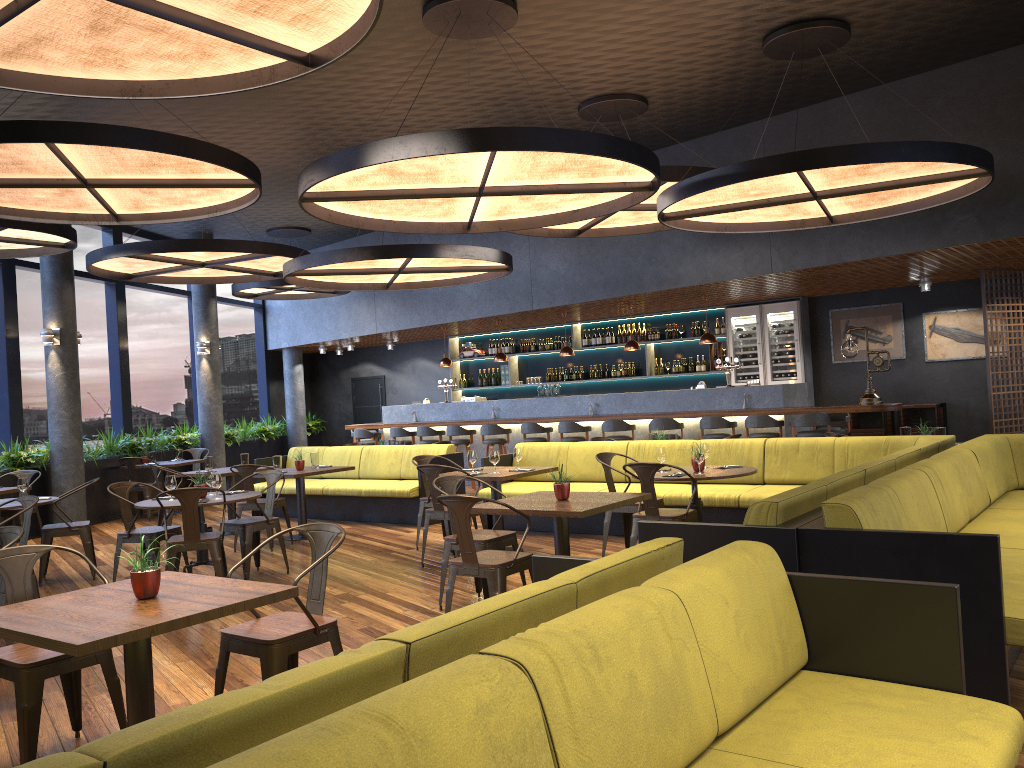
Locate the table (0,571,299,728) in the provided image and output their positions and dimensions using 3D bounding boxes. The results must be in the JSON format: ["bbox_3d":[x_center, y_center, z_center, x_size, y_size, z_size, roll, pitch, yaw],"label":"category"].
[{"bbox_3d":[-1.452,1.220,3.425,0.906,0.763,0.887,-4,-1,36],"label":"table"}]

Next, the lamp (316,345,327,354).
[{"bbox_3d":[-3.855,-0.709,18.057,0.228,0.172,0.228,-4,-1,36],"label":"lamp"}]

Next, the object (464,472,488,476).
[{"bbox_3d":[-0.328,0.822,8.134,0.157,0.019,0.255,-4,-1,37],"label":"object"}]

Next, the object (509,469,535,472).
[{"bbox_3d":[0.076,0.800,8.256,0.255,0.019,0.157,-4,-1,37],"label":"object"}]

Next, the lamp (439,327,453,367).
[{"bbox_3d":[-1.158,-0.640,15.346,0.250,0.673,0.250,-4,-1,24],"label":"lamp"}]

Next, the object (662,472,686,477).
[{"bbox_3d":[1.312,0.712,7.008,0.157,0.019,0.255,-4,-1,39],"label":"object"}]

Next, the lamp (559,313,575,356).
[{"bbox_3d":[0.842,-0.775,13.867,0.250,0.673,0.250,-3,-1,-21],"label":"lamp"}]

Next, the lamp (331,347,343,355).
[{"bbox_3d":[-3.683,-0.709,18.916,0.228,0.172,0.228,-4,-1,36],"label":"lamp"}]

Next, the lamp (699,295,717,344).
[{"bbox_3d":[2.738,-0.904,12.464,0.250,0.673,0.250,-3,-1,-21],"label":"lamp"}]

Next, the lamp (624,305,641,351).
[{"bbox_3d":[1.768,-0.838,13.182,0.250,0.673,0.250,-3,-1,-21],"label":"lamp"}]

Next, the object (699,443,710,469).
[{"bbox_3d":[1.622,0.606,7.465,0.097,0.206,0.097,-3,-1,-12],"label":"object"}]

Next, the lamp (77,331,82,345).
[{"bbox_3d":[-5.851,-0.603,11.871,0.215,0.215,0.189,-4,-1,12],"label":"lamp"}]

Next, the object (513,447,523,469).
[{"bbox_3d":[0.058,0.709,8.431,0.097,0.206,0.097,-4,-1,28],"label":"object"}]

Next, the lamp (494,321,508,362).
[{"bbox_3d":[-0.200,-0.705,14.638,0.250,0.673,0.250,-3,-1,-21],"label":"lamp"}]

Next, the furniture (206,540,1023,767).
[{"bbox_3d":[1.682,0.923,0.473,4.755,0.916,3.378,-4,-1,36],"label":"furniture"}]

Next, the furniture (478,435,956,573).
[{"bbox_3d":[1.987,0.980,6.425,7.462,0.914,4.895,-4,-1,32],"label":"furniture"}]

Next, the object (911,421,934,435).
[{"bbox_3d":[3.846,0.450,8.275,0.238,0.271,0.260,-4,-1,38],"label":"object"}]

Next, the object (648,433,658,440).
[{"bbox_3d":[1.614,0.650,10.118,0.102,0.178,0.102,-3,-1,-18],"label":"object"}]

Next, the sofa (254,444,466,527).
[{"bbox_3d":[-2.098,1.282,11.504,3.061,0.914,0.966,-4,-1,36],"label":"sofa"}]

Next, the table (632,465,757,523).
[{"bbox_3d":[1.508,1.093,7.251,1.007,0.760,1.007,-3,-1,-16],"label":"table"}]

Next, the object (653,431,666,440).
[{"bbox_3d":[1.667,0.598,9.902,0.238,0.271,0.260,-3,-1,-32],"label":"object"}]

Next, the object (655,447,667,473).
[{"bbox_3d":[1.227,0.627,7.304,0.097,0.206,0.097,-3,-1,-29],"label":"object"}]

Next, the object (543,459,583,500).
[{"bbox_3d":[0.314,0.627,5.848,0.260,0.271,0.238,-3,-1,-18],"label":"object"}]

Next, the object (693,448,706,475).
[{"bbox_3d":[1.480,0.609,7.015,0.097,0.206,0.097,-3,-1,-15],"label":"object"}]

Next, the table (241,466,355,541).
[{"bbox_3d":[-2.398,1.357,10.047,0.906,0.763,0.887,-4,-1,36],"label":"table"}]

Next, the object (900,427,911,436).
[{"bbox_3d":[3.776,0.503,8.500,0.102,0.178,0.102,-4,-1,22],"label":"object"}]

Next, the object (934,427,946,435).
[{"bbox_3d":[3.945,0.489,8.164,0.102,0.178,0.102,-4,-1,22],"label":"object"}]

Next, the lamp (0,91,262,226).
[{"bbox_3d":[-3.524,-2.155,7.275,2.778,1.159,2.778,-4,-1,14],"label":"lamp"}]

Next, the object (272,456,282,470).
[{"bbox_3d":[-2.635,0.897,9.966,0.102,0.178,0.102,-4,-1,42],"label":"object"}]

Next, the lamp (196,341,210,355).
[{"bbox_3d":[-5.182,-0.606,14.813,0.215,0.215,0.189,-3,-1,-3],"label":"lamp"}]

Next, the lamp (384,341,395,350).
[{"bbox_3d":[-2.470,-0.791,18.019,0.228,0.172,0.228,-4,-1,36],"label":"lamp"}]

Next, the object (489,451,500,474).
[{"bbox_3d":[-0.160,0.719,8.148,0.097,0.206,0.097,-4,-1,37],"label":"object"}]

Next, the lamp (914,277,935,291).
[{"bbox_3d":[5.546,-1.336,11.901,0.228,0.172,0.228,-4,-1,36],"label":"lamp"}]

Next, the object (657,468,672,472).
[{"bbox_3d":[1.240,0.722,7.477,0.255,0.019,0.157,-4,-1,43],"label":"object"}]

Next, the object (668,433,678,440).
[{"bbox_3d":[1.777,0.636,9.768,0.102,0.178,0.102,-4,-1,22],"label":"object"}]

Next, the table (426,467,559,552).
[{"bbox_3d":[-0.156,1.205,8.370,0.887,0.763,0.906,-4,-1,36],"label":"table"}]

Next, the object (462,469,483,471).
[{"bbox_3d":[-0.382,0.831,8.586,0.255,0.019,0.157,-4,-1,37],"label":"object"}]

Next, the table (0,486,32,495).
[{"bbox_3d":[-5.913,1.558,9.636,0.887,0.763,0.906,-3,-1,11],"label":"table"}]

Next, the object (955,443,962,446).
[{"bbox_3d":[4.107,0.559,8.110,0.157,0.019,0.255,-4,-1,36],"label":"object"}]

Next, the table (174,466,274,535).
[{"bbox_3d":[-3.439,1.428,10.816,0.887,0.763,0.906,-4,-1,36],"label":"table"}]

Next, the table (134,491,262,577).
[{"bbox_3d":[-2.597,1.336,7.430,1.007,0.760,1.007,-4,-1,24],"label":"table"}]

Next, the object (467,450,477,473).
[{"bbox_3d":[-0.375,0.735,8.413,0.097,0.206,0.097,-4,-1,28],"label":"object"}]

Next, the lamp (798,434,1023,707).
[{"bbox_3d":[5.153,-0.104,6.749,3.017,2.714,9.057,-4,-1,36],"label":"lamp"}]

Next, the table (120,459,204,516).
[{"bbox_3d":[-5.179,1.560,13.278,0.887,0.763,0.906,-3,-1,11],"label":"table"}]

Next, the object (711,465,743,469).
[{"bbox_3d":[1.782,0.689,7.383,0.255,0.019,0.157,-3,-1,-21],"label":"object"}]

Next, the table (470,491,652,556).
[{"bbox_3d":[0.329,1.145,5.838,0.906,0.763,0.887,-4,-1,36],"label":"table"}]

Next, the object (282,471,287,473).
[{"bbox_3d":[-2.616,0.974,9.792,0.255,0.019,0.157,-4,-1,36],"label":"object"}]

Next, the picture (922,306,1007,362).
[{"bbox_3d":[6.277,-0.690,12.305,1.039,0.697,0.028,-4,-1,36],"label":"picture"}]

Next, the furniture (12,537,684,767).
[{"bbox_3d":[-2.038,1.176,3.228,4.503,0.914,3.372,-4,-1,36],"label":"furniture"}]

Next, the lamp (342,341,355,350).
[{"bbox_3d":[-3.195,-0.754,17.548,0.228,0.172,0.228,-4,-1,36],"label":"lamp"}]

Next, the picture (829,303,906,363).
[{"bbox_3d":[5.229,-0.742,13.077,1.039,0.809,0.028,-4,-1,36],"label":"picture"}]

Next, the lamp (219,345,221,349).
[{"bbox_3d":[-5.133,-0.602,15.375,0.215,0.215,0.189,-4,-1,15],"label":"lamp"}]

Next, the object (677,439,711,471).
[{"bbox_3d":[1.517,0.574,7.241,0.238,0.271,0.260,-3,-1,-32],"label":"object"}]

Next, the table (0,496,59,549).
[{"bbox_3d":[-4.651,1.464,8.041,1.007,0.760,1.007,-4,-1,30],"label":"table"}]

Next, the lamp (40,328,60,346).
[{"bbox_3d":[-5.921,-0.606,11.312,0.215,0.215,0.189,-3,-1,4],"label":"lamp"}]
